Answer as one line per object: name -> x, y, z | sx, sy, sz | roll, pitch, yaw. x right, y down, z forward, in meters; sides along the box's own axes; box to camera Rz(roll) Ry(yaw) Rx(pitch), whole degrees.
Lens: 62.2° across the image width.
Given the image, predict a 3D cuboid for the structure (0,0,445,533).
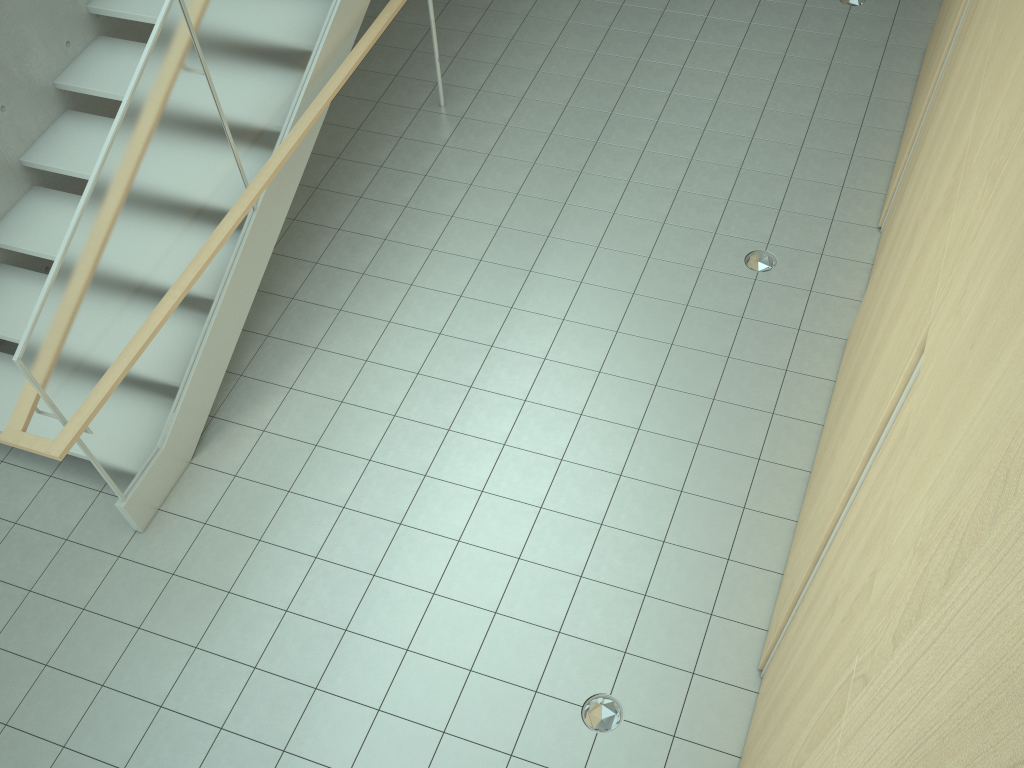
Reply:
structure -> -0.626, -5.130, 5.399 | 1.848, 4.863, 11.246 | 17, 61, 16
